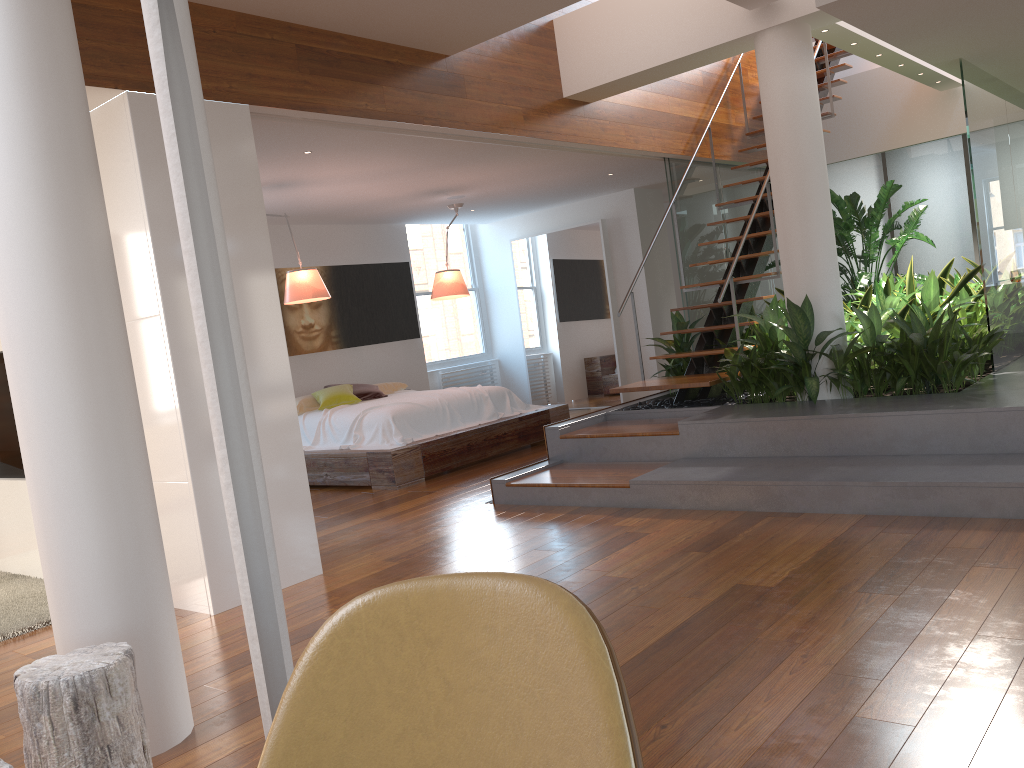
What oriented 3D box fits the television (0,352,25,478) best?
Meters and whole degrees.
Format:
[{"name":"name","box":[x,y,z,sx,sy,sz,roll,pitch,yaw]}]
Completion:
[{"name":"television","box":[-2.756,0.169,5.045,1.075,0.729,0.091,-5,5,40]}]

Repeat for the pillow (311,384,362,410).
[{"name":"pillow","box":[-1.469,0.097,8.280,0.805,0.240,1.341,-5,5,37]}]

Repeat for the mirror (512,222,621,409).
[{"name":"mirror","box":[0.609,-0.732,10.253,1.267,2.044,0.049,-5,5,40]}]

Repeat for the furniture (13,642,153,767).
[{"name":"furniture","box":[-1.029,0.876,2.145,0.290,0.418,0.298,-8,4,3]}]

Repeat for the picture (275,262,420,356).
[{"name":"picture","box":[-2.022,-0.729,8.761,0.001,0.854,2.969,-5,5,40]}]

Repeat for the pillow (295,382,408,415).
[{"name":"pillow","box":[-1.617,0.153,8.379,0.467,0.212,1.410,-5,5,38]}]

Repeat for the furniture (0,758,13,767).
[{"name":"furniture","box":[-1.078,0.953,1.736,0.294,0.333,0.292,-7,4,10]}]

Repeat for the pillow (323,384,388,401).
[{"name":"pillow","box":[-1.459,0.070,8.209,0.534,0.185,0.372,-10,4,-21]}]

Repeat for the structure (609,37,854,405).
[{"name":"structure","box":[2.773,-2.072,7.069,2.552,4.265,4.591,-5,5,40]}]

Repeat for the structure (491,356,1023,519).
[{"name":"structure","box":[2.809,0.068,6.564,3.088,0.386,5.584,-5,5,40]}]

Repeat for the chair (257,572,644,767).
[{"name":"chair","box":[-0.082,0.675,0.811,0.856,0.752,0.867,-4,5,45]}]

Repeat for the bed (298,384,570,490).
[{"name":"bed","box":[-1.065,0.402,8.028,2.314,0.595,2.207,-5,5,40]}]
